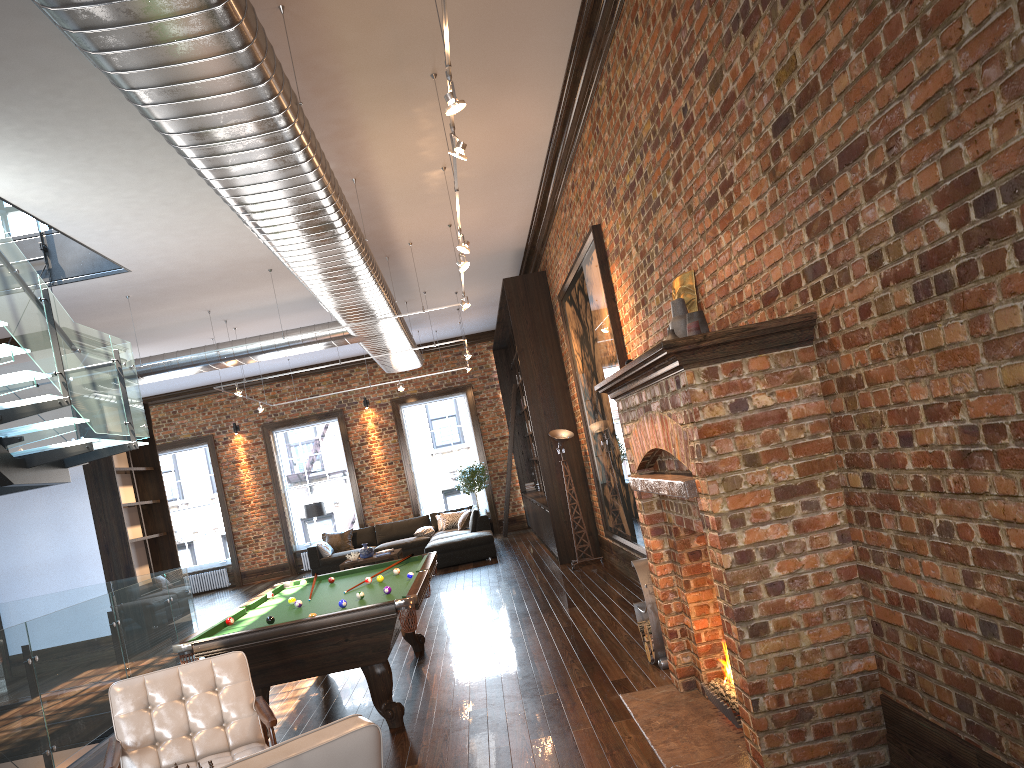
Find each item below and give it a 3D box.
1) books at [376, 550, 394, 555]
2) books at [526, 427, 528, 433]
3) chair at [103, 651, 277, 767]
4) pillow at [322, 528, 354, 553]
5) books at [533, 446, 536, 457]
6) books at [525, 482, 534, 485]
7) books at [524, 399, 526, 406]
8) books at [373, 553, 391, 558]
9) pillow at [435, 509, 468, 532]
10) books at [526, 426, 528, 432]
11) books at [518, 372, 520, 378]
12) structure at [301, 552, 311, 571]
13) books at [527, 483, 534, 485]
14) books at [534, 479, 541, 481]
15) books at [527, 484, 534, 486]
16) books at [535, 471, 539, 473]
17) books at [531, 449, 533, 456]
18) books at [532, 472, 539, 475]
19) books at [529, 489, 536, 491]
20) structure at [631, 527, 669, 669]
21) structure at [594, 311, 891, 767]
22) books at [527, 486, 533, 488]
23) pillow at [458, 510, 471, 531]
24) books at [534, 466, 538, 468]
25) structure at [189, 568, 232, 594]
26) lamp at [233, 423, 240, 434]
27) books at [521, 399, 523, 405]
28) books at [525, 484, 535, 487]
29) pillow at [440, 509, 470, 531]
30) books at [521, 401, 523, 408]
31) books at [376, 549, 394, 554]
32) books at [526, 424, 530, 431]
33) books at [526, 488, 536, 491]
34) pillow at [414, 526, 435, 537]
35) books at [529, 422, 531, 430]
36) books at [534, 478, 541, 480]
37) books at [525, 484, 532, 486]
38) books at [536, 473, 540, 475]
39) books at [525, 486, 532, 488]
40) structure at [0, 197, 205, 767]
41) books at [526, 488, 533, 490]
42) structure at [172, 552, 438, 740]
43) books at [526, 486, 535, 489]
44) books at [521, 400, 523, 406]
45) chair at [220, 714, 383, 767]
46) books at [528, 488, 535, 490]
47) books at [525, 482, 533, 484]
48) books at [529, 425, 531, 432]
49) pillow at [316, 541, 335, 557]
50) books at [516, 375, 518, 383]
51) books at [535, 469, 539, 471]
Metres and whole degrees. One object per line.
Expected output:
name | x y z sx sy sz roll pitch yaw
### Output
books | -2.252 2.995 15.722 0.207 0.024 0.260 -14 -5 31
books | 0.406 0.967 19.387 0.188 0.272 0.013 -11 0 -2
chair | -1.502 1.806 4.231 0.764 0.865 0.747 -10 -2 -23
pillow | -3.440 3.103 17.463 0.700 0.439 0.305 -11 -2 -2
books | 0.542 1.406 18.574 0.212 0.233 0.019 -11 0 -2
books | 0.384 2.169 19.340 0.199 0.020 0.212 -11 -5 1
books | 0.359 0.404 18.282 0.185 0.210 0.069 -11 0 -3
books | -2.254 2.967 15.374 0.260 0.024 0.207 -9 -5 -25
pillow | -1.165 2.702 17.523 0.703 0.338 0.270 -11 -2 -2
books | 0.416 0.958 19.092 0.188 0.237 0.025 -11 0 -2
books | 0.245 -0.121 18.356 0.190 0.279 0.017 -11 0 -2
structure | -3.980 3.777 19.427 1.300 0.395 0.216 -11 -1 -3
books | 0.388 2.184 19.340 0.200 0.011 0.219 -11 -5 1
books | 0.609 2.073 19.295 0.245 0.008 0.309 -11 -5 -6
books | 0.381 2.204 19.340 0.185 0.013 0.273 -11 -5 -1
books | 0.579 1.909 19.291 0.240 0.019 0.229 -11 -5 -7
books | 0.523 1.505 19.450 0.176 0.190 0.032 -11 0 -2
books | 0.582 1.932 19.291 0.260 0.028 0.317 -11 -5 -3
books | 0.412 2.314 19.340 0.207 0.013 0.280 -11 -5 -2
structure | 1.113 1.399 5.993 0.537 0.918 0.929 -11 -2 -3
structure | 0.943 0.817 4.560 0.886 1.904 2.005 -11 -2 -3
books | 0.380 2.247 19.340 0.158 0.011 0.251 -11 -5 1
pillow | -0.899 2.603 16.887 0.313 0.355 0.631 -11 -4 -4
books | 0.571 1.796 19.291 0.207 0.021 0.248 -11 -5 -8
structure | -6.779 4.325 19.306 1.300 0.395 0.216 -11 -1 -3
lamp | -5.994 0.963 19.243 0.126 0.236 0.155 -11 -1 -3
books | 0.318 0.443 19.107 0.185 0.282 0.027 -11 0 -2
books | 0.393 2.216 19.340 0.205 0.015 0.266 -11 -5 -5
pillow | -1.091 2.645 17.347 0.611 0.361 0.288 -11 -2 1
books | 0.304 0.464 19.405 0.176 0.295 0.017 -11 0 -2
books | -2.255 2.968 15.715 0.207 0.028 0.260 -14 -5 29
books | 0.431 0.916 18.551 0.231 0.224 0.024 -11 0 -2
books | 0.416 2.301 19.341 0.210 0.011 0.273 -11 -5 -6
pillow | -1.702 2.887 17.290 0.408 0.204 0.613 -11 -4 -5
books | 0.473 0.836 17.572 0.235 0.202 0.046 -11 0 -2
books | 0.613 2.058 19.296 0.250 0.020 0.318 -11 -5 -3
books | 0.360 2.198 19.339 0.149 0.005 0.319 -11 -5 -4
books | 0.614 1.944 19.292 0.190 0.009 0.357 -11 -5 -1
books | 0.369 2.236 19.339 0.154 0.015 0.194 -11 -5 -2
structure | -5.130 1.333 6.177 3.573 14.480 7.060 -11 -1 -3
books | 0.396 2.282 19.340 0.170 0.009 0.255 -11 -5 2
structure | -1.323 2.003 6.913 1.551 0.850 2.967 -11 -4 -3
books | 0.399 2.259 19.340 0.200 0.019 0.256 -11 -5 -1
books | 0.314 0.460 19.375 0.176 0.295 0.041 -11 0 -2
chair | -0.816 1.552 2.833 0.762 0.865 0.748 -9 -3 -43
books | 0.408 2.290 19.340 0.201 0.012 0.245 -11 -5 0
books | 0.372 2.157 19.340 0.184 0.008 0.306 -11 -5 -1
books | 0.458 0.912 18.386 0.175 0.195 0.031 -11 0 -2
pillow | -3.580 3.175 17.069 0.243 0.305 0.575 -11 -4 -3
books | 0.222 -0.084 18.568 0.234 0.252 0.028 -11 0 -2
books | 0.594 1.859 19.292 0.203 0.020 0.318 -11 -5 -2
